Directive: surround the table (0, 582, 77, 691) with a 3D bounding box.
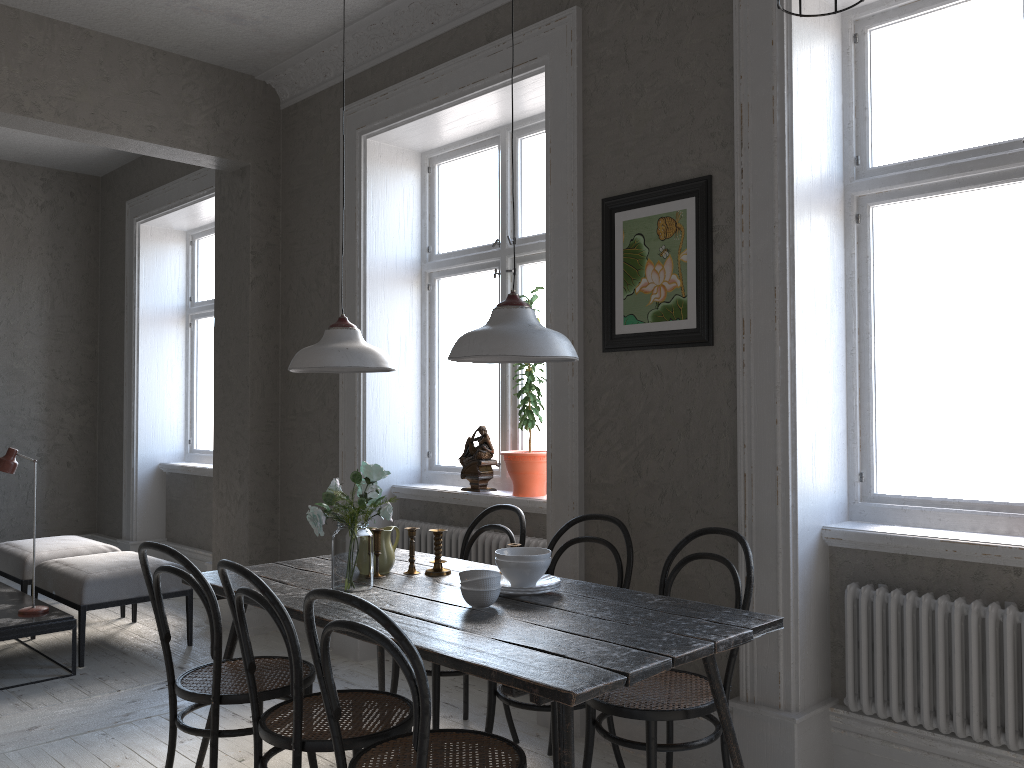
[{"bbox_3d":[-2.923,1.313,4.556,0.868,0.303,1.281,1,-2,-44],"label":"table"}]

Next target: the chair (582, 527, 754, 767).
[{"bbox_3d":[0.486,0.935,2.786,0.560,0.920,0.429,1,-2,-32],"label":"chair"}]

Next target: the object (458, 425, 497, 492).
[{"bbox_3d":[-0.191,0.373,4.482,0.122,0.329,0.232,1,-2,-43],"label":"object"}]

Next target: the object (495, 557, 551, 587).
[{"bbox_3d":[0.036,0.598,2.811,0.176,0.094,0.183,-1,-2,36],"label":"object"}]

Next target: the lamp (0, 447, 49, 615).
[{"bbox_3d":[-2.489,0.742,4.503,0.253,0.839,0.137,0,-2,-10],"label":"lamp"}]

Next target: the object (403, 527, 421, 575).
[{"bbox_3d":[-0.357,0.591,3.164,0.063,0.172,0.061,1,-2,-23],"label":"object"}]

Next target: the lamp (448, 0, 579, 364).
[{"bbox_3d":[0.002,-0.992,2.588,0.387,1.858,0.371,1,-2,-37],"label":"lamp"}]

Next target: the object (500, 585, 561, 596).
[{"bbox_3d":[0.036,0.652,2.809,0.241,0.027,0.233,1,-2,-27],"label":"object"}]

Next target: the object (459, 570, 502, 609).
[{"bbox_3d":[-0.093,0.600,2.625,0.127,0.119,0.125,1,-2,-29],"label":"object"}]

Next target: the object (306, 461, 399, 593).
[{"bbox_3d":[-0.523,0.462,2.888,0.246,0.414,0.318,-2,-2,44],"label":"object"}]

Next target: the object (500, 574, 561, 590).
[{"bbox_3d":[0.036,0.634,2.809,0.241,0.027,0.234,0,-2,-22],"label":"object"}]

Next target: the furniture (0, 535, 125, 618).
[{"bbox_3d":[-2.951,1.249,5.708,0.596,0.476,0.810,1,-2,-44],"label":"furniture"}]

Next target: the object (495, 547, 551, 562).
[{"bbox_3d":[0.036,0.578,2.811,0.176,0.094,0.183,-1,-2,36],"label":"object"}]

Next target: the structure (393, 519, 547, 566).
[{"bbox_3d":[-0.195,0.923,4.331,1.197,0.428,0.152,-2,-2,43],"label":"structure"}]

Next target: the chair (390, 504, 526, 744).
[{"bbox_3d":[-0.219,0.959,3.523,0.561,0.920,0.429,1,-2,-37],"label":"chair"}]

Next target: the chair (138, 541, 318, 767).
[{"bbox_3d":[-0.909,0.943,2.867,0.428,0.920,0.561,-2,-2,43],"label":"chair"}]

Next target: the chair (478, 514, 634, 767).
[{"bbox_3d":[0.165,0.947,3.138,0.428,0.920,0.561,-2,-2,43],"label":"chair"}]

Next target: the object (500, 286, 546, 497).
[{"bbox_3d":[0.079,0.034,4.220,0.271,0.991,0.269,0,-2,-5],"label":"object"}]

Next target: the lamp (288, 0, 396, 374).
[{"bbox_3d":[-0.611,-0.972,3.212,0.381,1.858,0.377,0,-2,-7],"label":"lamp"}]

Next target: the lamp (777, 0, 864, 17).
[{"bbox_3d":[0.517,-1.511,1.505,0.145,1.735,0.148,0,-2,12],"label":"lamp"}]

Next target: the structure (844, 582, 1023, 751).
[{"bbox_3d":[1.544,0.865,2.563,1.197,0.428,0.152,-2,-2,43],"label":"structure"}]

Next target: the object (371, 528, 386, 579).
[{"bbox_3d":[-0.472,0.592,3.101,0.060,0.167,0.058,1,-2,-31],"label":"object"}]

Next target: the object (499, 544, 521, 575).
[{"bbox_3d":[0.008,0.617,3.094,0.137,0.112,0.142,-1,-2,28],"label":"object"}]

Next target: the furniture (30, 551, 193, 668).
[{"bbox_3d":[-2.275,1.226,5.022,0.596,0.476,0.810,1,-2,-44],"label":"furniture"}]

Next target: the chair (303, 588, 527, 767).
[{"bbox_3d":[-0.221,0.919,2.147,0.428,0.920,0.561,-2,-2,43],"label":"chair"}]

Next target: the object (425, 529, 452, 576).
[{"bbox_3d":[-0.263,0.590,3.157,0.094,0.172,0.097,-1,-2,27],"label":"object"}]

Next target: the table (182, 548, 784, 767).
[{"bbox_3d":[-0.202,1.031,2.805,0.924,0.735,1.878,1,-2,-44],"label":"table"}]

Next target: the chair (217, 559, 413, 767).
[{"bbox_3d":[-0.540,0.931,2.498,0.561,0.920,0.429,1,-2,-37],"label":"chair"}]

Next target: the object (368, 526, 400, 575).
[{"bbox_3d":[-0.488,0.593,3.198,0.135,0.170,0.150,0,-2,7],"label":"object"}]

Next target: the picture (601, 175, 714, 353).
[{"bbox_3d":[0.540,-0.440,3.369,0.020,0.619,0.510,2,-2,-44],"label":"picture"}]

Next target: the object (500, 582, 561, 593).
[{"bbox_3d":[0.036,0.642,2.809,0.235,0.027,0.239,-1,-2,13],"label":"object"}]
